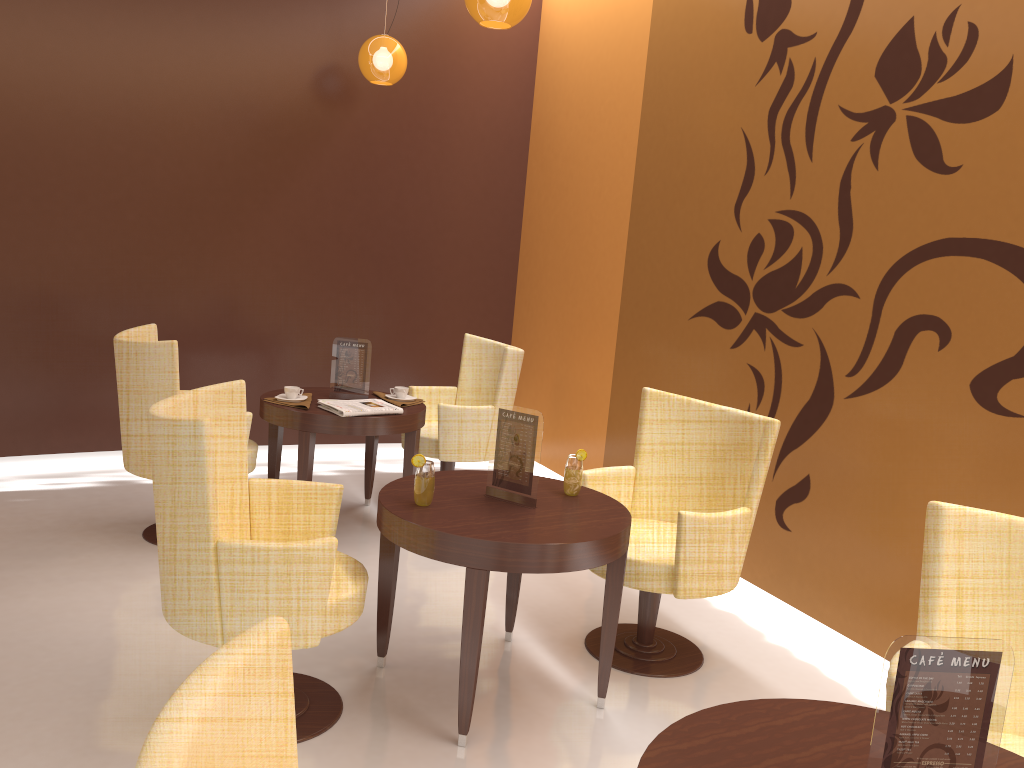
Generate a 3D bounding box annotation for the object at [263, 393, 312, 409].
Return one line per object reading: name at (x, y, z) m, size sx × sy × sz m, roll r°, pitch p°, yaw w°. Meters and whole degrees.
object at (-1.157, 0.080, 4.572) m, size 0.239 × 0.021 × 0.464 m, roll 4°, pitch 8°, yaw -11°

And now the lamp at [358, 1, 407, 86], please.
lamp at (-0.736, -2.589, 5.350) m, size 0.299 × 1.500 × 0.299 m, roll 2°, pitch 9°, yaw -25°

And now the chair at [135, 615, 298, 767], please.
chair at (-0.079, 0.869, 1.008) m, size 0.685 × 1.017 × 0.729 m, roll 1°, pitch 9°, yaw -28°

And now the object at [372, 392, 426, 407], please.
object at (-0.595, 0.084, 4.904) m, size 0.239 × 0.021 × 0.464 m, roll 1°, pitch 9°, yaw -28°

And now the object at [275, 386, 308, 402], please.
object at (-1.139, 0.051, 4.579) m, size 0.153 × 0.069 × 0.153 m, roll 5°, pitch 8°, yaw 2°

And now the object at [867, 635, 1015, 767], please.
object at (0.646, 0.544, 1.350) m, size 0.209 × 0.335 × 0.042 m, roll 4°, pitch 8°, yaw -7°

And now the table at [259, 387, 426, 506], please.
table at (-0.926, 0.425, 4.793) m, size 0.872 × 0.679 × 0.874 m, roll 7°, pitch 8°, yaw 12°

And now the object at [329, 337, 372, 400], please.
object at (-0.867, -0.081, 4.770) m, size 0.209 × 0.335 × 0.042 m, roll 5°, pitch 8°, yaw -2°

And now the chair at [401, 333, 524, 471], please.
chair at (-0.316, 0.234, 5.320) m, size 0.685 × 1.017 × 0.729 m, roll 1°, pitch 9°, yaw -25°

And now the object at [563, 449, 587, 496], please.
object at (0.226, 0.321, 3.235) m, size 0.067 × 0.171 × 0.072 m, roll 9°, pitch 9°, yaw 22°

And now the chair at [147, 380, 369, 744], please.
chair at (-0.795, 0.549, 2.800) m, size 0.685 × 1.017 × 0.729 m, roll 4°, pitch 8°, yaw -8°

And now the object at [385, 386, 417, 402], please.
object at (-0.611, 0.054, 4.899) m, size 0.153 × 0.069 × 0.153 m, roll -2°, pitch 11°, yaw -41°

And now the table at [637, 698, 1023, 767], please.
table at (0.596, 1.043, 1.430) m, size 0.872 × 0.679 × 0.874 m, roll 7°, pitch 8°, yaw 12°

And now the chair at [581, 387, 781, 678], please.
chair at (0.622, 0.574, 3.540) m, size 0.685 × 1.017 × 0.729 m, roll -1°, pitch 10°, yaw -36°

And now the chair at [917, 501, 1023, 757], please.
chair at (1.209, 0.852, 1.957) m, size 0.729 × 1.017 × 0.685 m, roll 10°, pitch 10°, yaw 33°

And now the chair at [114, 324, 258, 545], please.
chair at (-1.600, 0.251, 4.371) m, size 0.685 × 1.017 × 0.729 m, roll 1°, pitch 9°, yaw -28°

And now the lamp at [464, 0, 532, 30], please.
lamp at (-0.004, -2.292, 3.733) m, size 0.299 × 1.500 × 0.299 m, roll 8°, pitch 8°, yaw 18°

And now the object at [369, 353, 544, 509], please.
object at (-0.404, 0.085, 3.902) m, size 0.187 × 0.335 × 2.090 m, roll 1°, pitch 9°, yaw -28°

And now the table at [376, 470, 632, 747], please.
table at (-0.054, 0.743, 3.119) m, size 0.872 × 0.679 × 0.874 m, roll 6°, pitch 8°, yaw 7°

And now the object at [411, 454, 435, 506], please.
object at (-0.290, 0.317, 2.929) m, size 0.072 × 0.171 × 0.067 m, roll -2°, pitch 11°, yaw -42°

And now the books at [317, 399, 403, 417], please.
books at (-0.777, 0.117, 4.513) m, size 0.367 × 0.035 × 0.345 m, roll 0°, pitch 10°, yaw -34°
